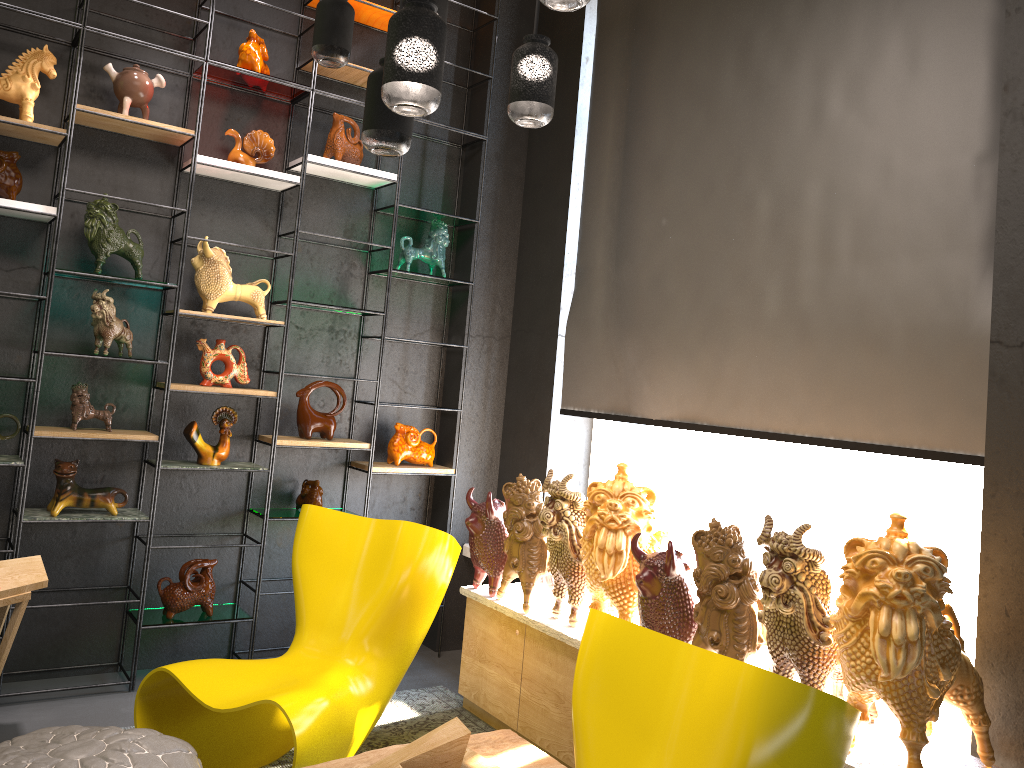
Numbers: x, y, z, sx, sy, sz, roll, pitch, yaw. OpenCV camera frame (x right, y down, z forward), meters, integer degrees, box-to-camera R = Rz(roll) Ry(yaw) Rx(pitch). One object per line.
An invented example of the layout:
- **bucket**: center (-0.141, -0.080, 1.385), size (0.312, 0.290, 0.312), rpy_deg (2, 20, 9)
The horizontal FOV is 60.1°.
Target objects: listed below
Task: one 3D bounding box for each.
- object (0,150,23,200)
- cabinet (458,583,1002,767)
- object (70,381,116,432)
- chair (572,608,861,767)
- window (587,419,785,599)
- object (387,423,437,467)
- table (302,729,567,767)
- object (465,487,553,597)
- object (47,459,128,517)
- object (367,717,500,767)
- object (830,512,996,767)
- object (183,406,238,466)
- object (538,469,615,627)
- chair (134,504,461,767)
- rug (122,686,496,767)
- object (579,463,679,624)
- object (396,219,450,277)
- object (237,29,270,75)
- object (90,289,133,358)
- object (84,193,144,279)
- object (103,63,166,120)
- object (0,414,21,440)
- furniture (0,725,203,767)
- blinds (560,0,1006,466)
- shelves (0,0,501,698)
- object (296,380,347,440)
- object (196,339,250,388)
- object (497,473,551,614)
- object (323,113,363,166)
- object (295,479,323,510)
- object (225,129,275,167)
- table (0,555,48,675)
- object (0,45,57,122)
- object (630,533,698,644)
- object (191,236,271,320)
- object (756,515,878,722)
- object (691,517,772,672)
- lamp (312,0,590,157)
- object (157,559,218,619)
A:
- **object**: center (-2.123, -0.849, 3.557), size (0.276, 0.223, 0.138), rpy_deg (6, -3, -34)
- **cabinet**: center (0.679, 1.227, 2.830), size (0.402, 0.532, 2.732), rpy_deg (7, -1, -34)
- **object**: center (-1.793, 0.099, 3.782), size (0.182, 0.211, 0.096), rpy_deg (7, -4, -31)
- **chair**: center (0.217, 0.999, 1.855), size (1.064, 0.901, 0.658), rpy_deg (7, -3, -39)
- **window**: center (1.168, -0.602, 3.833), size (0.051, 3.183, 2.309), rpy_deg (8, -4, -34)
- **object**: center (-0.517, 0.318, 4.624), size (0.276, 0.223, 0.138), rpy_deg (6, -3, -33)
- **table**: center (-0.180, 1.262, 2.376), size (0.825, 0.310, 0.695), rpy_deg (6, -1, -34)
- **object**: center (-0.004, 0.683, 3.860), size (0.461, 0.443, 0.219), rpy_deg (6, -4, -29)
- **object**: center (-1.780, 0.436, 3.744), size (0.308, 0.237, 0.155), rpy_deg (6, -3, -30)
- **object**: center (-0.221, 1.034, 2.384), size (0.517, 0.137, 0.351), rpy_deg (6, -1, -39)
- **object**: center (1.050, 0.666, 2.334), size (0.467, 0.658, 0.307), rpy_deg (7, -4, -29)
- **object**: center (-1.374, 0.232, 4.042), size (0.226, 0.272, 0.123), rpy_deg (7, -4, -34)
- **object**: center (0.277, 0.639, 3.490), size (0.428, 0.582, 0.271), rpy_deg (8, -4, -41)
- **chair**: center (-0.672, 0.927, 3.184), size (0.659, 0.901, 1.063), rpy_deg (4, -2, 26)
- **rug**: center (-0.214, 1.408, 2.021), size (2.181, 0.010, 3.599), rpy_deg (5, 0, -34)
- **object**: center (0.449, 0.617, 3.221), size (0.467, 0.658, 0.307), rpy_deg (7, -4, -29)
- **object**: center (-0.465, -0.732, 4.690), size (0.288, 0.334, 0.152), rpy_deg (7, -4, -42)
- **object**: center (-1.233, -1.552, 4.242), size (0.138, 0.223, 0.277), rpy_deg (5, -2, -4)
- **object**: center (-1.721, -0.259, 3.783), size (0.131, 0.281, 0.206), rpy_deg (4, -3, 14)
- **object**: center (-1.716, -0.636, 3.819), size (0.254, 0.358, 0.167), rpy_deg (7, -4, -29)
- **object**: center (-1.660, -1.271, 3.876), size (0.164, 0.268, 0.236), rpy_deg (3, -3, 27)
- **object**: center (-2.183, 0.182, 3.484), size (0.192, 0.222, 0.401), rpy_deg (4, -2, 25)
- **furniture**: center (-1.157, 1.131, 2.296), size (0.676, 0.384, 0.680), rpy_deg (6, -2, -34)
- **blinds**: center (-0.916, -0.873, 5.587), size (3.516, 3.322, 12.694), rpy_deg (6, -1, -14)
- **shelves**: center (-1.504, -0.665, 3.986), size (2.980, 3.927, 0.274), rpy_deg (7, -5, -34)
- **object**: center (-0.948, 0.127, 4.336), size (0.248, 0.291, 0.114), rpy_deg (7, -4, -34)
- **object**: center (-1.336, -0.093, 4.093), size (0.266, 0.224, 0.060), rpy_deg (6, -4, -33)
- **object**: center (0.176, 0.658, 3.686), size (0.473, 0.548, 0.249), rpy_deg (6, -4, -26)
- **object**: center (-0.829, -1.203, 4.437), size (0.126, 0.251, 0.252), rpy_deg (3, -3, 26)
- **object**: center (-0.990, 0.543, 4.328), size (0.104, 0.169, 0.211), rpy_deg (7, -3, -35)
- **object**: center (-1.236, -1.106, 4.165), size (0.233, 0.211, 0.107), rpy_deg (6, -4, -17)
- **table**: center (-2.002, 0.945, 2.964), size (0.730, 0.622, 0.496), rpy_deg (6, -3, -33)
- **object**: center (-2.071, -1.243, 3.605), size (0.374, 0.365, 0.170), rpy_deg (7, -4, -39)
- **object**: center (0.596, 0.732, 2.973), size (0.461, 0.443, 0.219), rpy_deg (6, -4, -29)
- **object**: center (-1.301, -0.481, 4.091), size (0.368, 0.353, 0.175), rpy_deg (6, -4, -29)
- **object**: center (0.878, 0.688, 2.603), size (0.428, 0.582, 0.271), rpy_deg (8, -4, -41)
- **object**: center (0.777, 0.707, 2.799), size (0.473, 0.548, 0.249), rpy_deg (6, -4, -26)
- **lamp**: center (-1.026, -1.778, 1.611), size (2.678, 2.283, 2.831), rpy_deg (5, -2, 10)
- **object**: center (-1.457, 0.914, 3.959), size (0.252, 0.251, 0.126), rpy_deg (7, -4, -34)
